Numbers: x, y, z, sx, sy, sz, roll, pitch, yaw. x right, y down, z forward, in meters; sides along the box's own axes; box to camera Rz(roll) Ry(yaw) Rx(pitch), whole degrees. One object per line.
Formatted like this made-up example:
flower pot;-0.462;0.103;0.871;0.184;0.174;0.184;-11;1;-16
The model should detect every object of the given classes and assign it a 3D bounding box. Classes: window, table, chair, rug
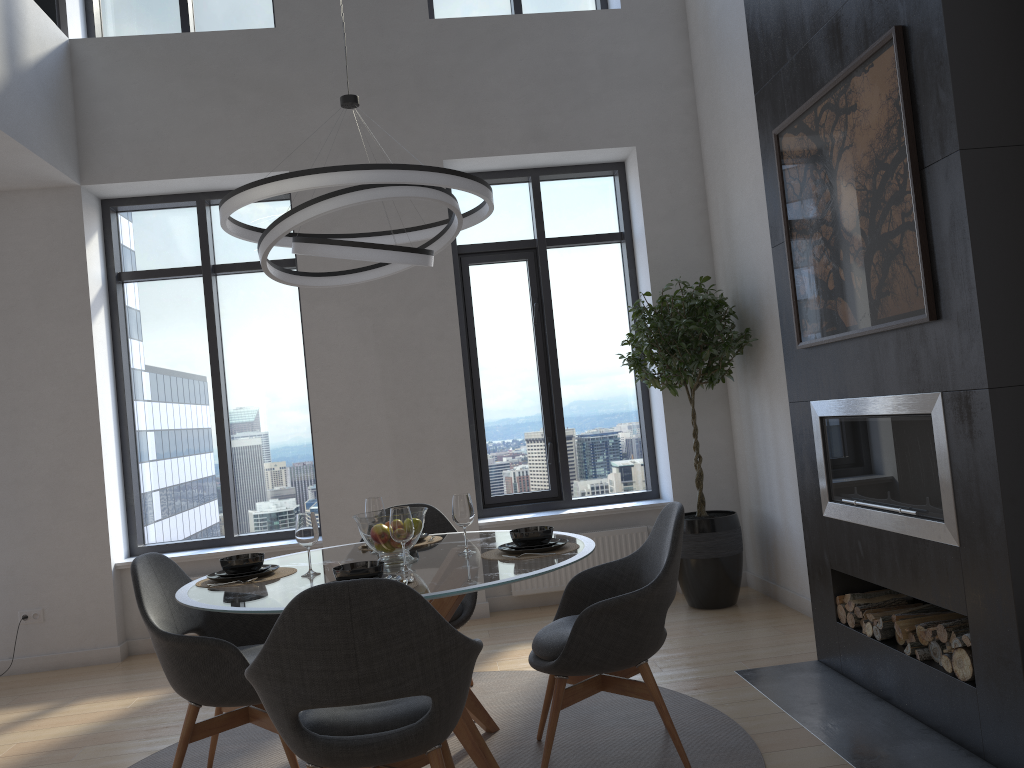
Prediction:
window;-2.342;-3.437;6.193;1.310;2.402;0.170;-5;-2;-6
table;-0.404;1.037;3.253;1.499;0.764;1.499;-5;-2;-16
window;0.268;-0.325;6.282;1.310;2.402;0.170;-5;-2;-6
window;-0.064;-3.655;6.415;1.310;2.402;0.170;-5;-2;-6
chair;-0.448;1.016;4.026;0.655;0.891;0.619;-6;-2;-4
window;-2.010;-0.107;6.060;1.310;2.402;0.170;-5;-2;-6
window;-2.844;-3.506;3.209;0.170;2.402;5.002;-5;-2;-6
chair;0.356;0.904;3.214;0.619;0.891;0.655;-6;-2;1
chair;-0.390;0.950;2.499;0.655;0.891;0.619;-6;-2;-4
rug;-0.365;1.422;3.227;2.499;0.010;2.499;-4;-3;-33
chair;-1.026;1.043;3.254;0.619;0.891;0.655;-6;-2;1

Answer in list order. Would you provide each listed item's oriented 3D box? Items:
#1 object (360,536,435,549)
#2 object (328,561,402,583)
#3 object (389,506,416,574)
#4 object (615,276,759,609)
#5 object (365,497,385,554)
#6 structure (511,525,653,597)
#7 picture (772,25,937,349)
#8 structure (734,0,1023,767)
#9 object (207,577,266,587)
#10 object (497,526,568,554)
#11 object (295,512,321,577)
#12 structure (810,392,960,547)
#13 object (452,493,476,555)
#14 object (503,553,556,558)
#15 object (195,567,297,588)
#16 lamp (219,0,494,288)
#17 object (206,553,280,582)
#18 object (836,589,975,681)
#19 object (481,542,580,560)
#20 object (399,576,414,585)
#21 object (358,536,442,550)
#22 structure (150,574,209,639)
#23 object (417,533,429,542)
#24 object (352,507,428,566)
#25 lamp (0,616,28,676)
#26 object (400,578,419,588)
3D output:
object;-0.487;0.674;3.796;0.309;0.015;0.206;-6;-2;-1
object;-0.472;0.601;2.754;0.258;0.074;0.258;-5;-3;-25
object;-0.371;0.529;3.012;0.083;0.220;0.083;-7;-2;23
object;1.110;0.346;5.443;0.813;2.019;0.801;-6;-2;-2
object;-0.549;0.570;3.585;0.083;0.220;0.083;-3;-3;-45
structure;0.484;1.217;5.894;1.015;0.460;0.110;-5;-2;-6
picture;1.283;-0.674;3.452;0.026;0.990;1.056;-5;-2;-6
structure;1.134;-1.904;3.499;0.722;6.351;1.500;-5;-2;-6
object;-0.974;0.701;3.252;0.206;0.015;0.309;-6;-2;-1
object;0.074;0.565;3.219;0.258;0.074;0.258;-6;-2;14
object;-0.726;0.571;3.161;0.083;0.220;0.083;-4;-3;-34
structure;1.516;0.222;3.430;0.295;0.651;1.010;-5;-2;-6
object;-0.178;0.522;3.306;0.083;0.220;0.083;-3;-3;-45
object;0.060;0.597;3.222;0.206;0.015;0.309;-6;-2;4
object;-0.974;0.709;3.261;0.360;0.002;0.360;-7;-3;37
lamp;-0.766;-2.643;3.389;1.000;4.513;1.000;-6;-2;-4
object;-0.989;0.672;3.262;0.258;0.074;0.258;-5;-3;-25
object;1.631;0.917;3.409;0.363;0.195;1.005;-5;-2;-7
object;0.066;0.604;3.212;0.360;0.002;0.360;-4;-3;-31
object;-0.463;0.630;2.746;0.309;0.015;0.206;-6;-2;-1
object;-0.478;0.682;3.806;0.360;0.002;0.360;-7;-3;37
structure;-1.792;1.435;5.673;1.015;0.460;0.110;-5;-2;-6
object;-0.487;0.644;3.808;0.258;0.074;0.258;-6;-2;14
object;-0.439;0.564;3.266;0.278;0.184;0.278;-6;-2;3
lamp;-4.150;0.516;4.281;0.710;2.647;3.199;-7;-3;30
object;-0.469;0.638;2.744;0.360;0.002;0.360;-4;-3;-31
